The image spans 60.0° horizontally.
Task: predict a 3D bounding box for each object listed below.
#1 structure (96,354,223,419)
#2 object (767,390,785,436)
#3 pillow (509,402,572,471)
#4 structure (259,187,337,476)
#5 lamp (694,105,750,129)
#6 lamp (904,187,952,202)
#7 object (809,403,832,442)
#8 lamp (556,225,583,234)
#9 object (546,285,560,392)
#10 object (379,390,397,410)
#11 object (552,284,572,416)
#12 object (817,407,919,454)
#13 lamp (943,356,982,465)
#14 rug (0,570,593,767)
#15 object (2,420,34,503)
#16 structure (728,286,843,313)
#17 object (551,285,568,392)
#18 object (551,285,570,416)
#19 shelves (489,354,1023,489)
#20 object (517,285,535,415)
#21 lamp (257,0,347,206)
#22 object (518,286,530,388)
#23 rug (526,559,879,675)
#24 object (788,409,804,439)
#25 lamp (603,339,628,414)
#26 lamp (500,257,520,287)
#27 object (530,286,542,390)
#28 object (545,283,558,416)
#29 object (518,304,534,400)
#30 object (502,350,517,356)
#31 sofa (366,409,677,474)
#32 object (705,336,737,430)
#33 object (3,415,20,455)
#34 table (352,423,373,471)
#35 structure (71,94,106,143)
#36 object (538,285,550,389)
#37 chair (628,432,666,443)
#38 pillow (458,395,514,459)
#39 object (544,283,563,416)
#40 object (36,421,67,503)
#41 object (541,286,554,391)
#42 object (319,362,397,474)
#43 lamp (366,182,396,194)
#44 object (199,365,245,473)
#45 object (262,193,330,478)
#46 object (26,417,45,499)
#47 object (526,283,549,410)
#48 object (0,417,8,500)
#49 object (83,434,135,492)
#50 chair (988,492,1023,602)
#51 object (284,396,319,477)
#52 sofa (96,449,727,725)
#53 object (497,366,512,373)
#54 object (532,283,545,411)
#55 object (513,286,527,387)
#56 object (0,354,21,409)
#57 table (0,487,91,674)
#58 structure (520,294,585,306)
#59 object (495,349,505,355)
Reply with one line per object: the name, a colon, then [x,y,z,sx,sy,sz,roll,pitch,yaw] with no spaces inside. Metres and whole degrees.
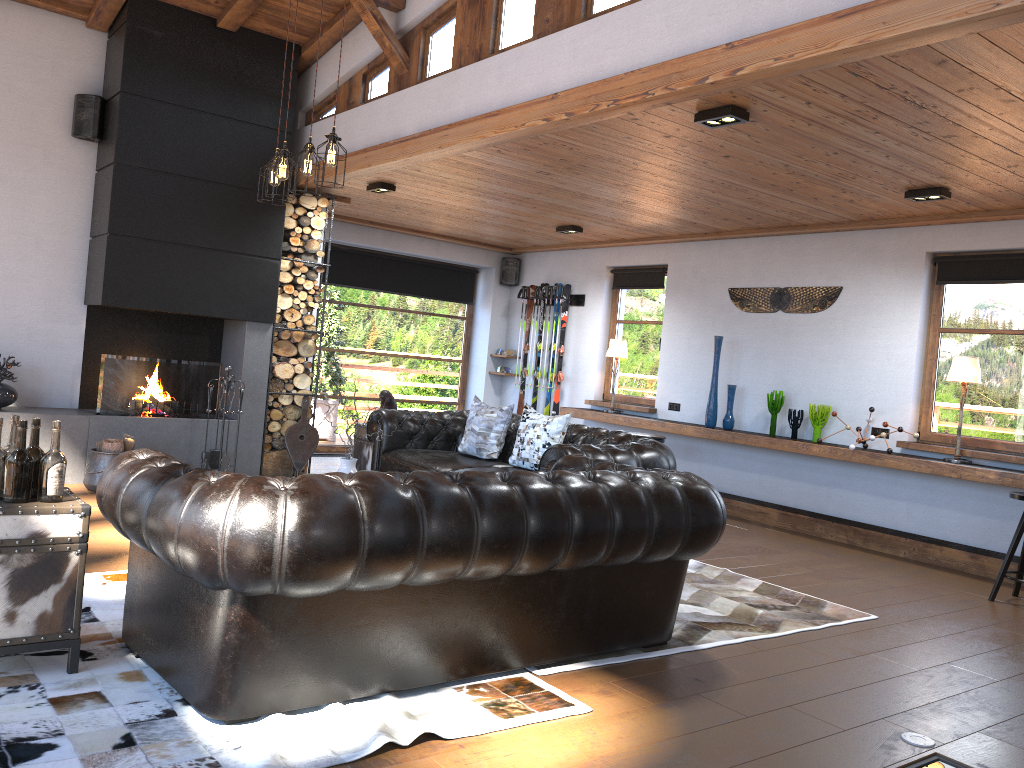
structure: [-2.901,0.048,7.410,0.993,0.514,0.181,4,1,-38]
object: [2.336,0.261,7.897,0.157,0.410,0.147,5,1,21]
pillow: [0.201,0.384,6.458,0.286,0.469,0.523,5,1,-35]
structure: [-2.074,-0.445,8.172,0.507,2.616,0.506,5,1,-38]
lamp: [1.122,-1.434,4.741,0.157,0.068,0.258,4,2,-37]
lamp: [2.854,-1.305,6.084,0.157,0.068,0.258,4,2,-37]
object: [2.630,0.334,7.610,0.181,0.332,0.200,5,1,12]
lamp: [0.588,-1.584,9.071,0.157,0.068,0.258,4,2,-37]
object: [0.448,-0.529,10.273,0.120,1.249,0.059,5,0,19]
object: [-1.068,0.209,7.640,0.149,0.319,0.248,5,1,4]
object: [0.595,-0.360,10.302,0.116,1.606,0.094,5,1,-38]
object: [2.870,0.356,7.164,0.523,0.349,0.644,5,1,-10]
lamp: [3.443,0.544,6.735,0.243,1.481,0.639,6,1,44]
rug: [-1.914,0.973,3.078,3.850,0.053,2.405,4,2,-37]
object: [-1.720,0.267,3.098,0.087,0.286,0.088,5,0,2]
structure: [2.433,-0.770,8.099,0.099,0.240,1.234,5,1,-37]
object: [0.554,-0.520,10.285,0.120,1.249,0.059,5,0,14]
object: [0.545,-0.353,10.385,0.116,1.606,0.094,5,1,-38]
shelves: [1.737,0.361,8.747,0.619,0.988,6.571,5,1,-37]
object: [0.196,-0.410,10.828,0.116,1.606,0.094,5,1,-38]
lamp: [-1.234,-2.228,5.407,0.794,2.201,0.264,6,1,43]
object: [0.114,-0.573,10.845,0.120,1.249,0.059,6,1,34]
rug: [-0.075,1.078,5.879,2.459,0.053,4.000,4,2,-37]
object: [2.484,0.352,7.777,0.128,0.260,0.124,6,1,22]
lamp: [1.240,0.271,9.677,0.639,1.481,0.243,5,1,-34]
lamp: [-0.021,-1.424,11.273,0.216,0.349,0.211,5,1,-38]
object: [0.253,-0.556,10.661,0.120,1.249,0.059,6,1,34]
object: [0.467,-0.395,10.584,0.112,1.622,0.072,5,1,-38]
object: [0.146,-0.402,10.911,0.116,1.606,0.094,5,1,-38]
object: [-0.019,-0.393,11.160,0.192,0.084,0.158,4,1,-39]
sofa: [0.015,0.676,6.585,1.253,0.838,2.538,4,1,-38]
object: [1.977,-0.011,8.289,0.273,0.862,0.112,5,0,8]
object: [-1.818,0.255,3.226,0.088,0.286,0.086,5,1,-27]
table: [-1.115,0.662,7.668,0.410,0.609,0.413,5,1,-38]
structure: [-3.441,-2.165,7.207,0.216,0.349,0.211,5,1,-38]
object: [0.333,-0.544,10.448,0.120,1.249,0.059,5,0,9]
chair: [1.188,0.822,8.268,0.446,0.716,0.436,5,1,-34]
pillow: [-0.205,0.334,6.993,0.286,0.469,0.523,5,1,-35]
object: [0.503,-0.390,10.518,0.112,1.622,0.072,5,1,-38]
object: [-1.635,0.274,3.158,0.086,0.286,0.088,6,1,29]
object: [0.393,-0.539,10.477,0.120,1.249,0.059,6,1,34]
object: [-0.924,0.280,5.075,0.410,0.808,0.614,5,1,-26]
lamp: [-1.140,-1.713,7.726,0.157,0.068,0.258,4,2,-37]
object: [-2.397,0.350,7.355,0.307,1.017,0.308,5,0,8]
object: [-2.085,-0.440,8.175,0.499,2.611,0.461,5,1,-38]
object: [-1.726,0.264,3.195,0.087,0.286,0.088,6,1,30]
object: [0.283,-0.414,10.638,0.257,1.622,0.102,5,1,-41]
object: [-1.811,0.258,3.109,0.088,0.286,0.086,5,1,-25]
object: [-3.045,0.603,6.763,0.386,0.431,0.382,5,1,-11]
chair: [3.374,1.082,5.705,0.397,0.721,0.388,5,1,-38]
object: [-1.899,0.498,7.992,0.261,0.795,0.270,6,1,36]
sofa: [-0.250,0.718,3.714,2.594,0.838,1.226,4,1,-38]
object: [-0.098,-0.182,11.237,0.188,0.084,0.351,5,1,-1]
object: [0.310,-0.413,10.740,0.112,1.622,0.072,5,1,-38]
object: [0.077,-0.575,10.771,0.058,1.249,0.122,6,1,35]
object: [-3.943,-0.039,6.743,0.343,0.455,0.332,5,1,-12]
table: [-1.789,0.704,3.174,0.410,0.609,0.413,5,1,-38]
structure: [0.422,-1.016,10.596,0.322,0.135,1.039,4,2,-37]
object: [-0.126,-0.406,11.300,0.161,0.084,0.187,4,1,-39]
